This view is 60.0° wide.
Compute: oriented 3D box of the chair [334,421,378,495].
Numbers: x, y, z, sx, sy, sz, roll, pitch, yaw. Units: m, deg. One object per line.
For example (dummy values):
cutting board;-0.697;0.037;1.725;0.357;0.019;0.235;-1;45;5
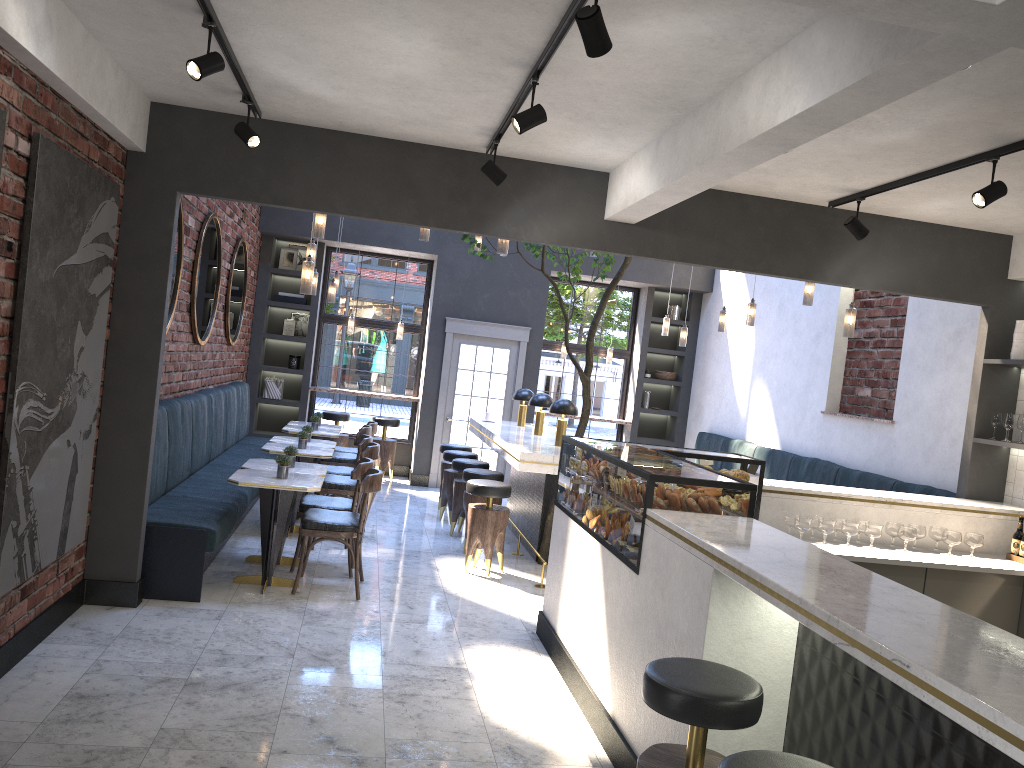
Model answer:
chair;-1.867;0.849;10.304;0.521;0.851;0.496;6;2;-10

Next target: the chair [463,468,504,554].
chair;-0.292;1.145;7.941;0.371;0.737;0.370;7;2;18

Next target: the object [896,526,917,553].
object;2.406;0.948;5.409;0.114;0.147;0.114;7;2;-5

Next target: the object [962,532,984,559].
object;2.850;0.999;5.483;0.114;0.147;0.114;7;2;-5

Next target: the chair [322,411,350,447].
chair;-2.343;0.782;11.620;0.371;0.821;0.371;8;2;43

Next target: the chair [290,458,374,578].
chair;-1.365;0.985;6.781;0.521;0.851;0.538;6;2;-8

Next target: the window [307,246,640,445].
window;0.634;-1.492;6.247;6.406;5.366;12.704;6;1;-9

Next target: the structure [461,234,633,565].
structure;0.681;-1.376;7.635;3.742;5.990;2.807;8;2;34

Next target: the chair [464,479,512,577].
chair;-0.224;1.168;7.240;0.371;0.737;0.371;8;2;34

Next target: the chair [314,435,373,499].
chair;-1.657;0.911;8.589;0.521;0.851;0.538;6;2;-16

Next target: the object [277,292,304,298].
object;-2.913;-1.165;11.675;0.327;0.039;0.227;6;1;-19

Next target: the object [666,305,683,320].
object;2.295;-1.004;12.553;0.214;0.215;0.213;7;2;0

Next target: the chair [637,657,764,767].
chair;0.549;1.315;2.774;0.370;0.821;0.372;8;2;43

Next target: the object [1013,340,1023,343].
object;3.440;-0.273;5.941;0.154;0.075;0.153;5;2;-42

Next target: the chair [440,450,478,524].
chair;-0.575;1.082;9.304;0.370;0.737;0.371;6;2;-19

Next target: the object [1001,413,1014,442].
object;3.333;0.293;5.964;0.070;0.188;0.070;6;2;-18

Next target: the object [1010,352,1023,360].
object;3.428;-0.176;5.948;0.153;0.055;0.153;8;2;43

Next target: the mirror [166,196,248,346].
mirror;-2.716;-1.099;7.977;0.036;1.510;4.771;6;1;-9

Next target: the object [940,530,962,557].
object;2.702;0.982;5.458;0.114;0.147;0.114;7;2;-5

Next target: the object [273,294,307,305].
object;-2.914;-1.103;11.666;0.412;0.084;0.286;6;1;-9

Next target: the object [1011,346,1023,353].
object;3.434;-0.211;5.945;0.153;0.074;0.154;7;1;-6

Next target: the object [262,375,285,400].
object;-3.143;0.037;11.693;0.250;0.323;0.241;6;2;-9

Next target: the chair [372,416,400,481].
chair;-1.706;0.854;11.703;0.370;0.821;0.372;8;2;43

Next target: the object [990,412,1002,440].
object;3.314;0.288;6.080;0.070;0.188;0.070;6;2;-18

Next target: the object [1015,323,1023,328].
object;3.453;-0.367;5.933;0.152;0.067;0.153;8;2;37

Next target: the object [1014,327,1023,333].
object;3.448;-0.337;5.935;0.154;0.076;0.153;7;1;12

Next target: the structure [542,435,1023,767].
structure;2.277;1.268;3.120;3.206;1.300;5.803;6;1;-9

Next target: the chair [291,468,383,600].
chair;-1.214;1.015;6.221;0.521;0.851;0.538;6;2;-8

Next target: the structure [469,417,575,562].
structure;0.213;1.030;8.668;0.990;1.050;3.488;6;1;-9

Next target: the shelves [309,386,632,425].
shelves;-0.525;0.298;12.138;4.403;0.043;0.384;6;1;-9

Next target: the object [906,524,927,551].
object;2.533;0.960;5.563;0.114;0.147;0.114;7;2;-5

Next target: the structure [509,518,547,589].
structure;0.164;1.447;8.681;0.496;0.210;3.497;6;1;-9

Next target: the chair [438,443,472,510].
chair;-0.668;1.056;10.007;0.371;0.737;0.371;8;2;34

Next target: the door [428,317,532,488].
door;-0.439;0.300;11.614;1.132;2.219;0.152;6;2;-9

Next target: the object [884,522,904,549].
object;2.385;0.943;5.538;0.114;0.147;0.114;7;2;-5

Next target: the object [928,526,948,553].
object;2.681;0.977;5.588;0.114;0.147;0.114;7;2;-5

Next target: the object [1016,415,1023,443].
object;3.441;0.305;5.982;0.070;0.188;0.070;6;2;-18

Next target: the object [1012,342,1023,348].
object;3.439;-0.241;5.943;0.153;0.062;0.153;7;1;20

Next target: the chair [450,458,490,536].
chair;-0.436;1.113;8.625;0.371;0.737;0.371;8;2;34

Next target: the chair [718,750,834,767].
chair;0.620;1.338;2.092;0.370;0.821;0.371;7;2;0

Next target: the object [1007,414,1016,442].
object;3.422;0.300;6.098;0.070;0.188;0.070;6;2;-18

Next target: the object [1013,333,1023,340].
object;3.442;-0.302;5.939;0.153;0.060;0.153;6;1;-27

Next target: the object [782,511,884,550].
object;1.957;0.895;5.430;0.575;0.148;0.255;6;1;-9

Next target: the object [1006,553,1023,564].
object;3.317;1.115;5.562;0.307;0.038;0.231;6;1;-9

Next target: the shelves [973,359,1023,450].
shelves;3.666;0.203;4.402;0.300;0.580;3.598;6;1;-9

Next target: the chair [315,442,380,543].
chair;-1.496;0.943;7.976;0.521;0.851;0.538;6;2;-8

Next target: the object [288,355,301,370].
object;-2.871;-0.288;11.706;0.152;0.181;0.152;8;2;29

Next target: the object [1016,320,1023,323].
object;3.454;-0.399;5.930;0.152;0.070;0.153;8;2;37

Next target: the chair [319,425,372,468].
chair;-1.842;0.864;9.721;0.521;0.851;0.538;6;2;-8
